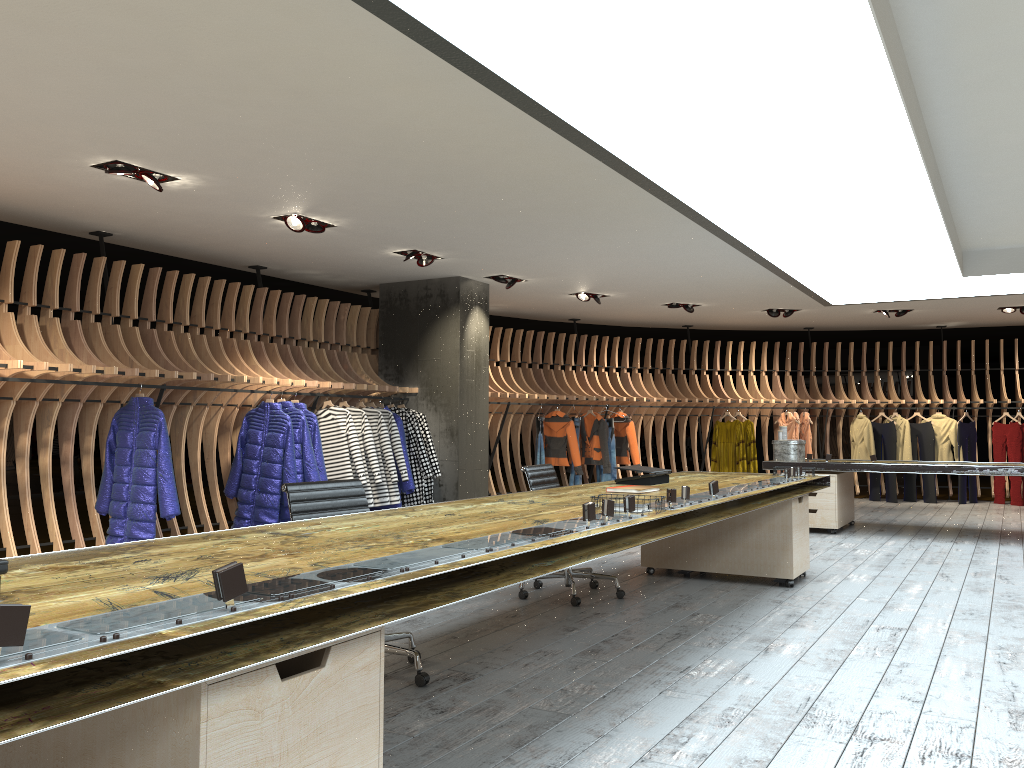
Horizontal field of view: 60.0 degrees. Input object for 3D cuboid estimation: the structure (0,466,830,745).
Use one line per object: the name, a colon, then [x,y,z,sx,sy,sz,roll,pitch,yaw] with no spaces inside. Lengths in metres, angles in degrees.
structure: [-0.612,0.817,2.596,1.162,0.845,10.443,-2,-3,29]

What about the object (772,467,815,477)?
object: [2.163,0.676,6.798,0.302,0.074,0.216,-1,-3,24]

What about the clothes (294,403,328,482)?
clothes: [-2.096,0.792,8.351,0.885,1.240,0.245,-1,-4,26]

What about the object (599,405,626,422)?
object: [1.361,0.418,12.760,0.549,0.243,0.023,0,-4,6]

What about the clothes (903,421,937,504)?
clothes: [6.193,1.234,13.500,0.087,1.354,0.539,3,-5,-36]

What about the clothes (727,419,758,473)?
clothes: [3.468,1.060,13.531,0.168,1.046,0.664,2,-4,-30]

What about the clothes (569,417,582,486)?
clothes: [0.865,1.167,12.369,0.200,1.423,0.308,-1,-4,22]

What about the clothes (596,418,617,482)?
clothes: [1.351,1.186,12.710,0.309,1.423,0.200,0,-4,2]

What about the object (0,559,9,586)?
object: [-1.244,0.401,1.740,0.262,0.088,0.372,-1,-3,29]

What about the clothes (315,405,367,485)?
clothes: [-1.713,0.741,8.713,0.752,1.063,0.128,-2,-4,28]

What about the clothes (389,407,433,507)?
clothes: [-1.186,0.842,9.605,0.807,1.188,0.191,-2,-4,30]

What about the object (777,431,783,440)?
object: [2.985,0.574,9.872,0.062,0.109,0.062,0,-4,-5]

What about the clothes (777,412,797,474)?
clothes: [4.241,1.005,13.657,0.125,1.157,0.447,2,-4,-26]

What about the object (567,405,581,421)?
object: [0.871,0.399,12.425,0.023,0.243,0.549,-2,-3,26]

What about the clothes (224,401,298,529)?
clothes: [-2.322,0.786,8.112,0.880,1.262,0.242,-1,-4,26]

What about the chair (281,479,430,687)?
chair: [-0.662,0.876,3.973,0.667,0.860,0.693,-1,-4,26]

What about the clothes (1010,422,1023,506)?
clothes: [7.496,1.223,13.074,0.093,1.339,0.551,0,-4,0]

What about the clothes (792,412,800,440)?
clothes: [4.358,1.006,13.667,0.125,1.157,0.447,0,-4,-1]

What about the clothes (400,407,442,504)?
clothes: [-1.102,0.851,9.773,0.799,1.187,0.191,-2,-4,30]

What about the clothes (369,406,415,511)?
clothes: [-1.391,0.852,9.538,0.885,1.240,0.245,-1,-4,26]

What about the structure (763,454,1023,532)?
structure: [0.881,0.769,1.508,4.835,0.845,18.460,-1,-3,29]

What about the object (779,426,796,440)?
object: [3.117,0.570,9.896,0.262,0.204,0.088,-1,-4,28]

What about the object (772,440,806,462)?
object: [3.110,0.752,9.950,0.303,0.239,0.497,-2,-4,30]

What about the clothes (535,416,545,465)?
clothes: [0.400,1.147,12.000,0.200,1.423,0.308,0,-4,7]

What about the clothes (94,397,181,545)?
clothes: [-2.939,0.716,6.864,0.885,1.240,0.245,-1,-4,26]

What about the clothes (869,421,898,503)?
clothes: [5.684,1.237,13.592,0.087,1.354,0.539,2,-4,-26]

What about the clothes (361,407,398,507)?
clothes: [-1.467,0.763,9.145,0.752,1.063,0.128,-2,-4,28]

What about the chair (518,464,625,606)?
chair: [0.417,0.975,5.898,0.667,0.860,0.692,-1,-4,16]

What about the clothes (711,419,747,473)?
clothes: [3.291,1.057,13.485,0.168,1.046,0.664,2,-4,-30]

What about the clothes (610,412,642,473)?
clothes: [1.574,0.842,12.881,0.200,0.882,0.839,2,-4,-30]

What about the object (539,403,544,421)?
object: [0.401,0.379,12.044,0.023,0.243,0.548,-1,-3,11]

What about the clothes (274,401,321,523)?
clothes: [-2.115,0.780,8.157,0.883,1.247,0.249,-1,-4,26]

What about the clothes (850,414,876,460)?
clothes: [5.374,0.912,13.653,0.250,0.890,0.704,1,-3,-10]

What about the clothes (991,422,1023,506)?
clothes: [7.344,1.226,13.142,0.093,1.339,0.551,1,-4,-15]

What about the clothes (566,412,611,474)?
clothes: [1.109,0.826,12.542,0.200,0.882,0.839,3,-5,-40]

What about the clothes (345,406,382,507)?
clothes: [-1.597,0.752,8.918,0.752,1.063,0.128,-2,-4,28]

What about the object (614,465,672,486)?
object: [0.857,0.595,5.790,0.261,0.111,0.372,-1,-3,29]

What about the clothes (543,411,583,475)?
clothes: [0.624,0.807,12.253,0.839,0.882,0.200,-3,-5,44]

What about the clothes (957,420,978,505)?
clothes: [6.850,1.225,13.333,0.539,1.354,0.087,3,-5,-36]

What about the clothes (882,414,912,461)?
clothes: [5.900,0.911,13.595,0.250,0.891,0.704,2,-4,-20]

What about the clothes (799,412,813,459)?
clothes: [4.522,1.007,13.670,0.125,1.157,0.447,1,-4,-6]

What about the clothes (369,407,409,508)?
clothes: [-1.379,0.771,9.301,0.752,1.063,0.128,-2,-4,28]

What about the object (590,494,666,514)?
object: [0.506,0.524,3.860,0.302,0.072,0.209,-1,-3,24]

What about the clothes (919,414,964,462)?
clothes: [6.482,0.904,13.453,0.250,0.891,0.704,3,-5,-40]
